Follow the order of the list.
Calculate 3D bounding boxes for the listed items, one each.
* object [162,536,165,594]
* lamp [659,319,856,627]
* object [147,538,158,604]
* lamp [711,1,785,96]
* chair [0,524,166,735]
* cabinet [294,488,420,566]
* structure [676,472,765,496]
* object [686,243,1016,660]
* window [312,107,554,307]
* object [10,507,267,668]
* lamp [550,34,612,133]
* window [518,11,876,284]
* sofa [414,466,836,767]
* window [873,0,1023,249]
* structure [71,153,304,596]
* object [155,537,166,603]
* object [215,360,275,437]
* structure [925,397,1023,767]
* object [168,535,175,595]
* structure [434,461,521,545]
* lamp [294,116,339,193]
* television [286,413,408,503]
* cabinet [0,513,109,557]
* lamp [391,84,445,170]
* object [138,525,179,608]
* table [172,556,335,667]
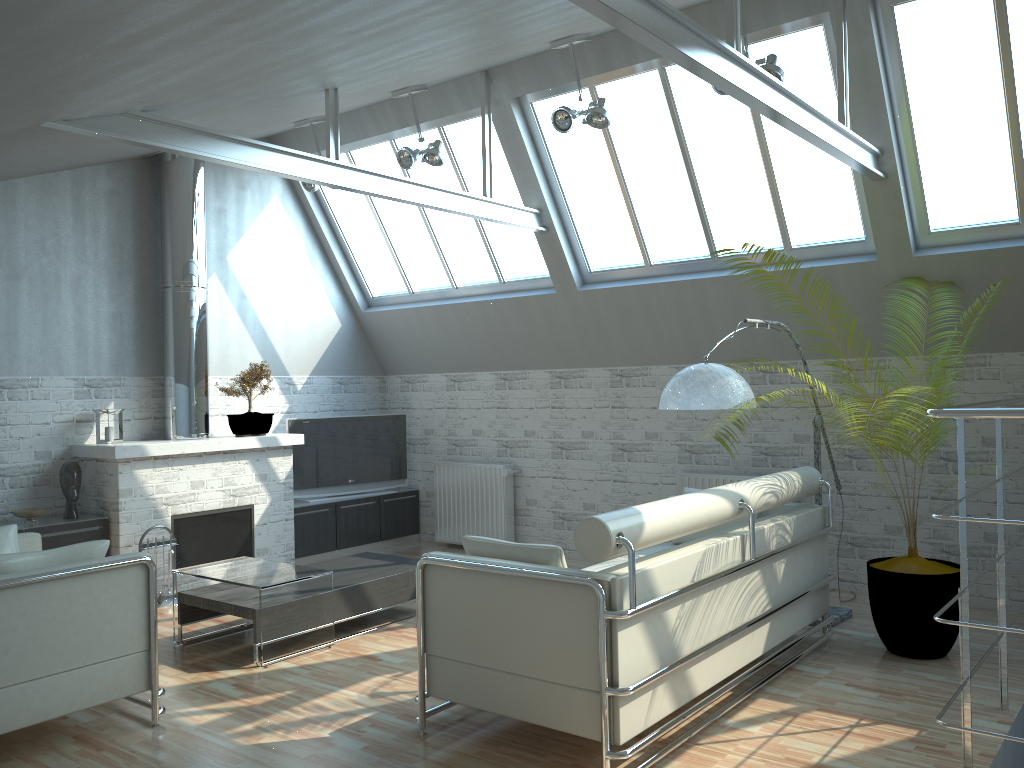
[{"bbox_3d":[-4.977,2.599,12.682,0.025,0.855,0.025,-1,0,-30],"label":"object"},{"bbox_3d":[3.349,1.098,10.747,1.015,3.709,4.621,-2,0,44],"label":"lamp"},{"bbox_3d":[-5.076,2.631,12.455,0.146,0.916,0.131,-1,0,38],"label":"object"},{"bbox_3d":[2.571,-3.880,9.901,0.808,1.172,0.619,-1,0,42],"label":"lamp"},{"bbox_3d":[-4.783,2.119,8.003,2.507,2.001,2.201,-1,0,38],"label":"chair"},{"bbox_3d":[-3.183,2.623,16.632,0.908,1.016,3.234,-1,0,38],"label":"cabinet"},{"bbox_3d":[3.399,2.130,13.338,1.892,1.524,0.508,-1,0,38],"label":"structure"},{"bbox_3d":[3.575,0.757,9.743,3.777,4.386,5.015,-1,0,13],"label":"object"},{"bbox_3d":[-1.499,-2.966,15.582,4.651,2.787,1.897,-1,0,38],"label":"window"},{"bbox_3d":[-4.525,1.852,11.224,4.859,2.558,1.528,-1,0,37],"label":"object"},{"bbox_3d":[0.810,-3.835,11.267,0.808,1.172,0.618,-1,0,42],"label":"lamp"},{"bbox_3d":[2.514,-3.068,12.469,4.651,2.787,1.897,-1,0,38],"label":"window"},{"bbox_3d":[1.426,1.993,9.000,2.199,1.999,4.866,-1,0,38],"label":"sofa"},{"bbox_3d":[6.526,-3.171,9.355,4.651,2.787,1.897,-1,0,38],"label":"window"},{"bbox_3d":[-5.058,-0.430,14.050,1.309,7.180,3.302,-1,0,38],"label":"structure"},{"bbox_3d":[-4.991,2.638,12.570,0.145,0.932,0.065,-1,0,19],"label":"object"},{"bbox_3d":[-4.399,0.227,14.612,0.572,1.265,1.115,-1,0,42],"label":"object"},{"bbox_3d":[6.847,1.474,6.810,5.366,2.781,6.483,-1,0,38],"label":"structure"},{"bbox_3d":[-4.907,2.607,12.772,0.155,0.873,0.026,-1,0,39],"label":"object"},{"bbox_3d":[-0.658,2.233,16.486,1.892,1.524,0.508,-1,0,38],"label":"structure"},{"bbox_3d":[-3.168,-3.734,14.353,0.808,1.172,0.619,-1,0,42],"label":"lamp"},{"bbox_3d":[-3.104,1.355,16.670,2.577,1.514,0.592,-1,0,-42],"label":"television"},{"bbox_3d":[-7.478,2.559,11.079,0.914,1.270,4.572,-1,0,38],"label":"cabinet"},{"bbox_3d":[-1.422,-3.778,12.999,0.808,1.172,0.619,-1,0,42],"label":"lamp"},{"bbox_3d":[-5.073,2.586,12.697,0.412,1.124,0.584,-1,0,38],"label":"object"},{"bbox_3d":[-3.075,2.641,10.507,1.726,0.867,1.015,-1,0,38],"label":"table"}]
